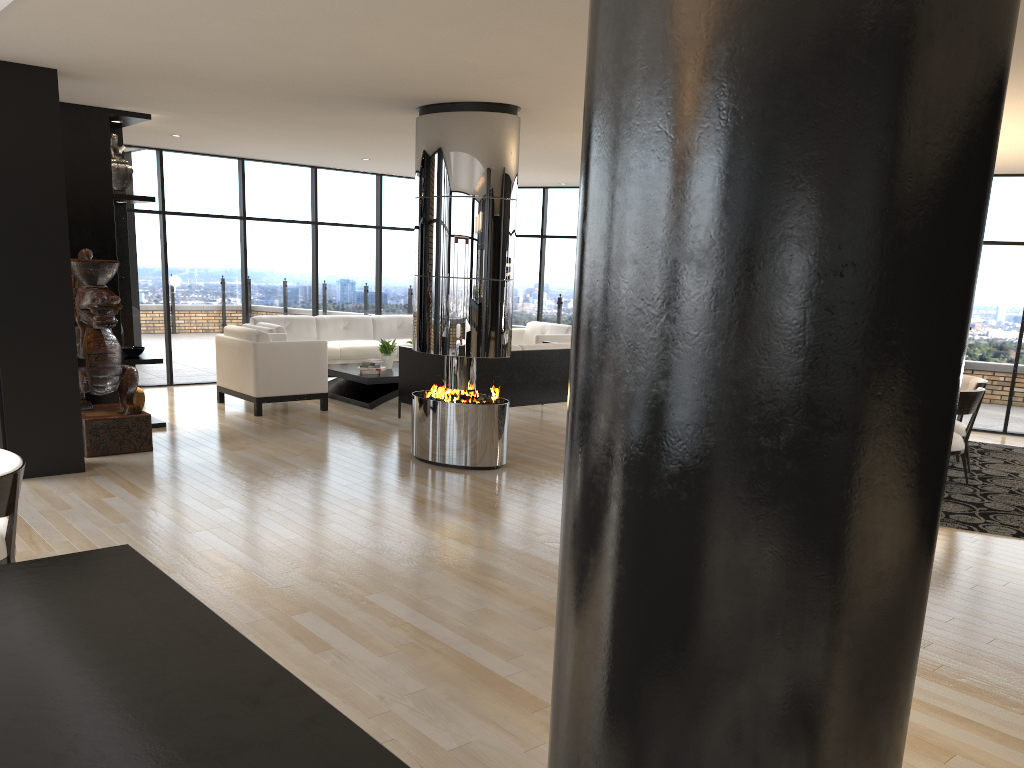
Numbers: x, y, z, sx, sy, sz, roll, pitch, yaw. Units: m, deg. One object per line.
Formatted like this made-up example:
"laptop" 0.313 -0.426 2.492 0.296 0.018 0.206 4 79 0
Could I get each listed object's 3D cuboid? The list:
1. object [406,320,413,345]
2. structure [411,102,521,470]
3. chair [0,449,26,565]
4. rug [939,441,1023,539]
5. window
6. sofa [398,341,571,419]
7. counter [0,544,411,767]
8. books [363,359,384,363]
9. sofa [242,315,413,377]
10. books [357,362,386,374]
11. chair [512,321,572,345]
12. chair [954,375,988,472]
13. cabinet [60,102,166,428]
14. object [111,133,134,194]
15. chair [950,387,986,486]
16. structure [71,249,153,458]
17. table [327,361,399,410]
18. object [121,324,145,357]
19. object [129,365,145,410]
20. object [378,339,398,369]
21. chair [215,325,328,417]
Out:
"object" -1.118 -0.517 10.593 0.355 0.643 0.363 -2 12 -21
"structure" -0.392 -0.726 7.013 0.884 2.794 0.580 11 15 36
"chair" -2.490 0.674 3.851 0.680 0.687 0.795 -6 13 -40
"rug" 3.145 0.706 7.859 2.703 0.011 3.677 6 9 27
"window" -1.703 -1.625 5.450 10.047 4.874 15.741 9 10 36
"sofa" -0.142 -0.050 9.440 2.021 0.818 0.828 -5 12 -40
"counter" -1.511 0.470 0.204 3.098 0.032 1.166 -4 10 -40
"books" -1.551 -0.259 9.894 0.183 0.027 0.153 9 10 40
"sofa" -2.106 -0.460 11.684 2.680 0.871 0.844 -5 12 -40
"books" -1.571 -0.185 9.914 0.307 0.128 0.220 2 9 -2
"chair" 0.291 -0.385 11.860 0.850 0.872 0.989 -6 13 -40
"chair" 3.780 0.334 7.786 0.615 0.821 0.632 5 11 12
"cabinet" -4.440 -1.094 8.509 1.178 2.792 2.629 -8 14 -39
"object" -3.503 -1.950 7.855 0.244 0.554 0.240 3 12 4
"chair" 3.380 0.409 7.108 0.640 0.821 0.607 -5 13 -34
"structure" -3.323 -0.272 7.128 0.514 1.624 0.722 -8 16 -40
"table" -1.199 -0.026 10.659 2.021 0.358 1.249 -4 10 -40
"object" -3.554 -0.422 8.191 0.211 0.319 0.369 -8 14 -42
"object" -3.578 0.075 8.312 0.223 0.504 0.218 -1 12 -14
"object" -1.468 -0.366 10.374 0.284 0.377 0.211 5 12 12
"chair" -2.568 -0.180 9.467 0.850 0.872 0.989 -6 13 -40
